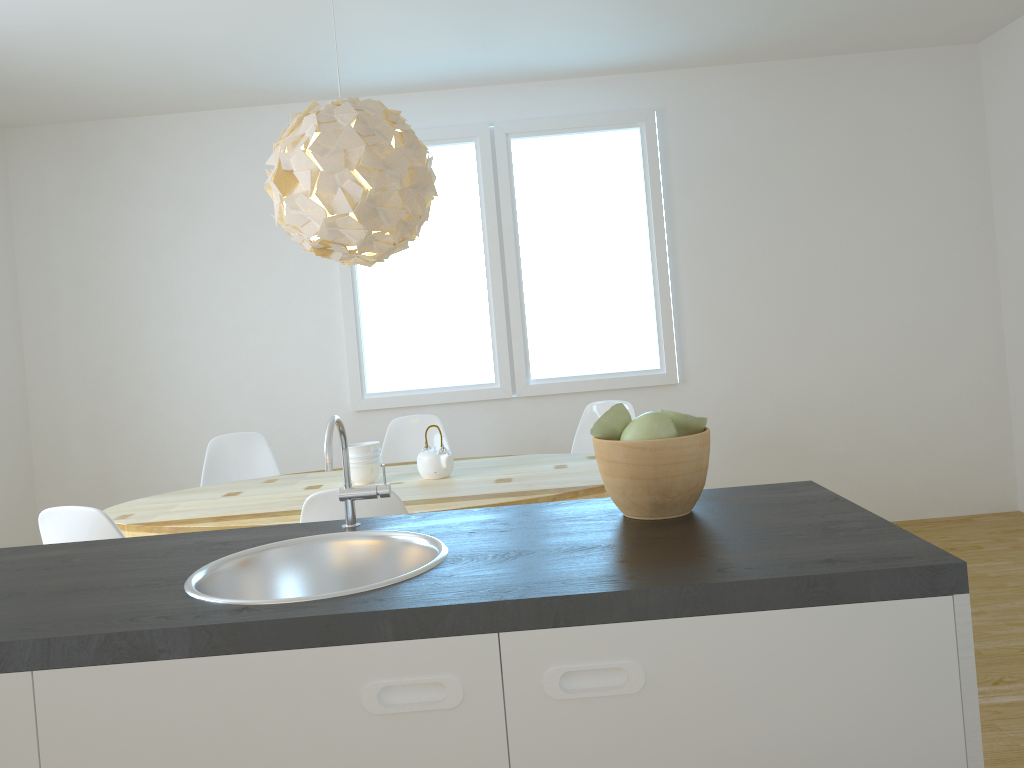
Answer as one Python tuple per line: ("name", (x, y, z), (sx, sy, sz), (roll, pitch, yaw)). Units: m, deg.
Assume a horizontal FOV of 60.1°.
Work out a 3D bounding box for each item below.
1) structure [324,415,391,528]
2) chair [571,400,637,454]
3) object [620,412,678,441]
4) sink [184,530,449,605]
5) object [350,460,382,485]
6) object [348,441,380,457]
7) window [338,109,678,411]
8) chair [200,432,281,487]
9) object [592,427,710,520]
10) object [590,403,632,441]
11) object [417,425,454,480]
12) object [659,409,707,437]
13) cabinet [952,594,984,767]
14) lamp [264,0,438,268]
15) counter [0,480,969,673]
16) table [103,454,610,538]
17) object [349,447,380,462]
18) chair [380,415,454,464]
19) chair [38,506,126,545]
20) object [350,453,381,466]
("structure", (-0.283, 0.161, 1.605), (0.097, 0.215, 0.162), (-5, 1, 1))
("chair", (0.389, 0.554, 4.135), (0.429, 0.901, 0.524), (-4, 1, 31))
("object", (0.233, 0.097, 1.513), (0.102, 0.098, 0.087), (-4, 2, 22))
("sink", (-0.296, 0.357, 1.397), (0.403, 0.157, 0.405), (-2, 4, 42))
("object", (-0.593, 0.356, 3.551), (0.151, 0.082, 0.152), (-3, 4, 40))
("object", (-0.603, 0.282, 3.548), (0.151, 0.087, 0.152), (-3, 3, 29))
("window", (-0.044, -0.394, 3.883), (1.879, 2.052, 2.553), (-5, 2, 1))
("chair", (-1.208, 0.693, 4.095), (0.431, 0.901, 0.522), (-5, 1, -24))
("object", (0.250, 0.155, 1.559), (0.206, 0.142, 0.204), (-7, 3, -38))
("object", (0.175, 0.070, 1.563), (0.074, 0.072, 0.077), (-4, 2, 26))
("object", (-0.310, 0.269, 3.522), (0.147, 0.211, 0.177), (-5, 1, 0))
("object", (0.304, 0.073, 1.565), (0.084, 0.065, 0.086), (-4, 2, 13))
("cabinet", (-0.574, 0.801, 1.434), (2.400, 0.910, 0.601), (-5, 1, 1))
("lamp", (-0.630, -1.007, 3.399), (0.639, 1.135, 0.647), (-5, 1, 0))
("counter", (-0.614, 0.328, 1.434), (2.400, 0.040, 0.602), (-5, 4, 1))
("table", (-0.468, 0.757, 3.457), (2.190, 0.725, 1.195), (-5, 3, -1))
("object", (-0.600, 0.309, 3.545), (0.151, 0.095, 0.151), (-4, 3, 17))
("chair", (-0.457, 0.622, 4.210), (0.430, 0.901, 0.523), (-5, 1, 1))
("chair", (-1.121, 0.771, 2.738), (0.429, 0.901, 0.524), (-5, 1, 21))
("object", (-0.597, 0.333, 3.548), (0.151, 0.093, 0.152), (-3, 3, 40))
